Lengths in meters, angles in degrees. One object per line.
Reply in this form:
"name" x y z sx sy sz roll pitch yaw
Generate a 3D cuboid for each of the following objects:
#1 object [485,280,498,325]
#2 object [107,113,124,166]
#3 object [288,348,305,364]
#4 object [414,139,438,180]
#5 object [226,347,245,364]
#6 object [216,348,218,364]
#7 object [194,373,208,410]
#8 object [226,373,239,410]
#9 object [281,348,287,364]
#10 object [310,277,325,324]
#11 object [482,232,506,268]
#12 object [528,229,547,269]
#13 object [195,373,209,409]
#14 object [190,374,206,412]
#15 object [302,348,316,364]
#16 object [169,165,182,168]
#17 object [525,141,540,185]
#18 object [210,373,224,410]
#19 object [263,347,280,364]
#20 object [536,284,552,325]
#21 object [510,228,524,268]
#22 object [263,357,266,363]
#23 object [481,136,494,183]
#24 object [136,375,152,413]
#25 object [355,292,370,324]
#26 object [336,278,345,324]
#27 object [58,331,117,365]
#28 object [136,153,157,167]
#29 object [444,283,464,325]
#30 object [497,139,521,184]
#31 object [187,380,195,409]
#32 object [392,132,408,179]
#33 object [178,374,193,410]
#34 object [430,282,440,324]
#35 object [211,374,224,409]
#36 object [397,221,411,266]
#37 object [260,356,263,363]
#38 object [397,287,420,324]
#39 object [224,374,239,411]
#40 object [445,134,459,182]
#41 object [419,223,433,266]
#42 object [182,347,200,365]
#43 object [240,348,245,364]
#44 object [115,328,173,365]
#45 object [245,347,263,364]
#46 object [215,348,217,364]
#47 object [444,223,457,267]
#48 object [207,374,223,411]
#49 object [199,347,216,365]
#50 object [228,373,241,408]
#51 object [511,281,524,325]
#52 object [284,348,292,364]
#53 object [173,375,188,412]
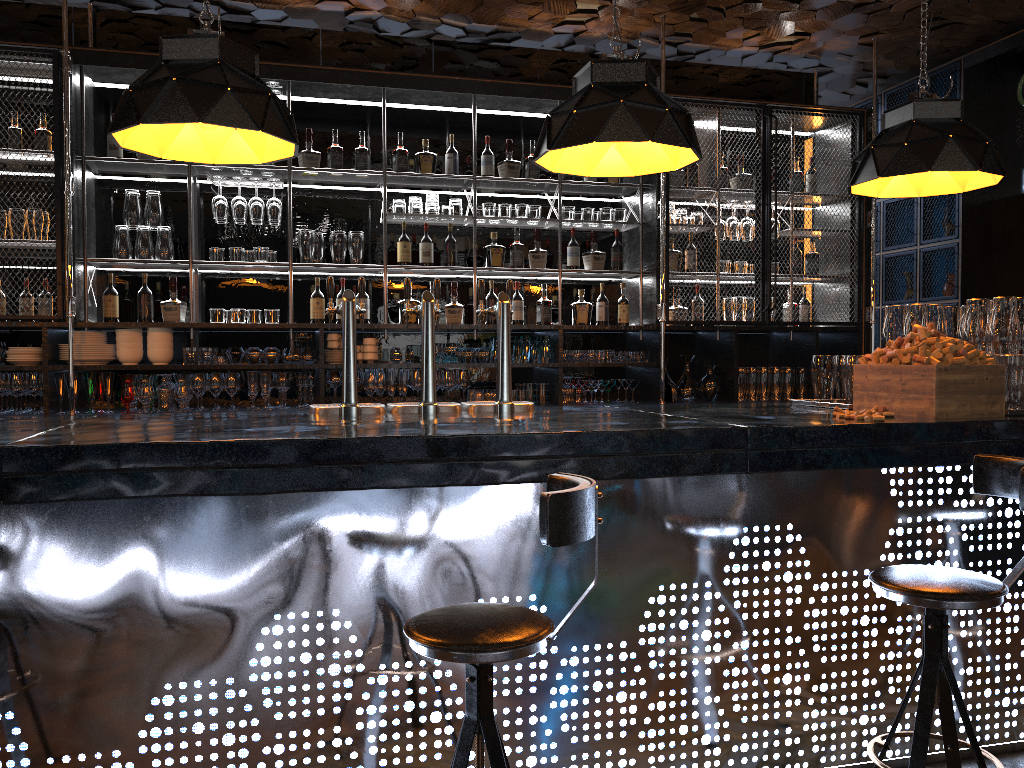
"object" -0.133 -0.525 5.760 0.086 0.297 0.086 0 2 19
"object" -2.329 -1.436 5.207 0.086 0.298 0.086 1 2 34
"object" -1.282 -0.167 5.274 0.095 0.096 0.095 -2 2 -41
"object" -0.550 -1.428 5.647 0.151 0.248 0.094 -1 2 -11
"object" -1.636 -0.166 5.242 0.109 0.100 0.109 -1 2 -32
"object" -1.839 -0.170 5.414 0.089 0.100 0.100 -1 2 -21
"object" -1.847 0.046 5.266 0.084 0.216 0.084 0 2 -3
"object" -1.677 0.044 5.314 0.084 0.216 0.084 1 2 27
"object" -1.387 -0.174 5.525 0.095 0.096 0.095 0 2 2
"object" -1.207 -0.513 5.507 0.086 0.299 0.086 1 2 34
"object" -0.117 -0.863 5.779 0.151 0.248 0.094 -1 2 -26
"object" 0.170 -0.881 5.841 0.123 0.279 0.123 0 2 -1
"object" -1.886 0.042 5.397 0.084 0.216 0.084 1 2 24
"object" -1.818 0.050 5.136 0.084 0.216 0.084 -1 2 -27
"object" -1.232 -0.170 5.361 0.095 0.096 0.095 0 2 9
"object" -2.000 -1.439 5.265 0.086 0.299 0.086 1 2 34
"object" 0.134 -1.454 5.829 0.083 0.282 0.083 -1 2 -15
"object" -1.758 0.045 5.286 0.084 0.216 0.084 -1 2 -22
"object" -1.422 -0.167 5.247 0.093 0.099 0.093 0 2 4
"object" 0.213 -0.521 5.877 0.083 0.282 0.083 -1 2 -30
"object" 0.032 -0.883 5.819 0.083 0.282 0.083 -1 2 -15
"object" -1.452 -0.170 5.347 0.093 0.099 0.093 -2 2 -43
"object" -0.160 -1.459 5.758 0.086 0.298 0.086 1 2 34
"object" -2.100 0.054 5.066 0.082 0.213 0.082 0 2 14
"object" -0.941 -0.517 5.579 0.086 0.298 0.086 1 2 34
"object" -1.062 -0.516 5.571 0.086 0.298 0.086 1 2 34
"object" -2.433 -0.206 5.086 0.306 0.195 0.300 -1 2 -14
"object" -2.145 -1.425 5.210 0.123 0.279 0.123 -1 2 -26
"object" -0.371 -0.512 5.708 0.123 0.279 0.123 0 2 -1
"object" -0.018 -1.450 5.774 0.123 0.279 0.123 -1 2 -26
"object" -1.969 0.044 5.376 0.082 0.213 0.082 -1 2 -24
"object" -0.705 -1.445 5.606 0.083 0.282 0.083 -1 2 -30
"object" -1.948 0.047 5.290 0.082 0.213 0.082 -1 2 -27
"object" -0.509 -0.513 5.686 0.083 0.282 0.083 -1 2 -15
"object" -1.795 0.041 5.414 0.084 0.216 0.084 -1 2 -16
"object" -0.685 -0.882 5.634 0.086 0.299 0.086 1 2 34
"object" -1.559 -0.170 5.371 0.093 0.099 0.093 -1 2 -27
"object" -0.657 -0.493 5.646 0.151 0.248 0.094 -1 2 -26
"object" -1.639 0.048 5.182 0.084 0.216 0.084 1 2 28
"object" -0.388 -1.456 5.704 0.086 0.298 0.086 1 2 34
"object" -0.551 -0.886 5.696 0.086 0.298 0.086 1 2 34
"object" -1.852 -0.161 5.123 0.100 0.100 0.089 -1 2 -10
"object" -1.676 -0.171 5.396 0.109 0.100 0.109 -1 2 -32
"object" -2.125 -0.219 5.133 0.309 0.216 0.149 -1 2 -17
"object" -1.531 -0.167 5.266 0.093 0.099 0.093 0 2 2
"object" -1.818 -0.167 5.315 0.089 0.100 0.100 1 2 27
"object" -0.397 -0.886 5.708 0.086 0.297 0.086 1 2 34
"object" -1.727 0.049 5.158 0.084 0.216 0.084 0 2 0
"object" -1.787 -0.164 5.198 0.089 0.100 0.100 1 2 21
"object" -1.709 0.040 5.444 0.084 0.216 0.084 0 2 8
"object" 0.034 -0.528 5.838 0.086 0.298 0.086 1 2 34
"object" -1.334 -0.169 5.368 0.095 0.096 0.095 -1 2 -14
"object" -1.909 0.052 5.114 0.082 0.213 0.082 0 2 15
